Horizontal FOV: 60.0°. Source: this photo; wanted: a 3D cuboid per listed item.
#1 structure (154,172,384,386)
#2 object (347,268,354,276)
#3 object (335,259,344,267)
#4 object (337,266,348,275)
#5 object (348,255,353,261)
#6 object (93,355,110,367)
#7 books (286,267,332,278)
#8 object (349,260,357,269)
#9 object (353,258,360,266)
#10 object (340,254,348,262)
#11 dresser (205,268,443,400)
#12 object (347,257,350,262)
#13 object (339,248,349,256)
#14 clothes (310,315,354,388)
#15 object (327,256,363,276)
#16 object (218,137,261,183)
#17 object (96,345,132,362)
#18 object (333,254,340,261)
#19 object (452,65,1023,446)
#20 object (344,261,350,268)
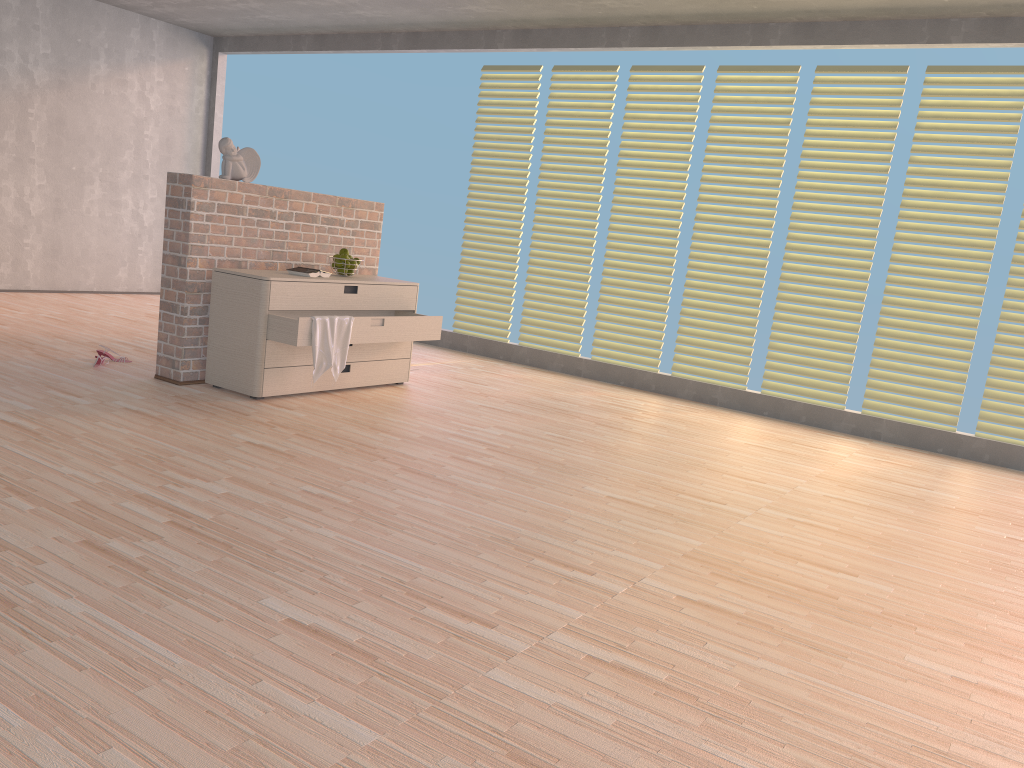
[{"bbox_3d":[-1.327,-0.579,5.072,0.211,1.057,1.422,13,11,32],"label":"structure"},{"bbox_3d":[-0.924,-0.641,5.050,0.048,0.048,0.046,11,10,21],"label":"object"},{"bbox_3d":[-0.968,-0.678,4.974,0.046,0.044,0.046,12,11,28],"label":"object"},{"bbox_3d":[-0.957,-0.643,5.006,0.060,0.055,0.059,5,10,-13],"label":"object"},{"bbox_3d":[-0.926,-0.713,5.052,0.039,0.043,0.043,10,10,17],"label":"object"},{"bbox_3d":[-2.206,-0.129,4.768,0.078,0.066,0.192,3,10,-21],"label":"object"},{"bbox_3d":[-1.082,-0.598,4.733,0.146,0.040,0.209,11,10,22],"label":"books"},{"bbox_3d":[-0.902,-0.673,5.010,0.057,0.057,0.057,3,10,-24],"label":"object"},{"bbox_3d":[-0.887,-0.695,5.048,0.047,0.047,0.046,4,10,-20],"label":"object"},{"bbox_3d":[-0.939,-0.706,4.963,0.046,0.045,0.046,13,11,31],"label":"object"},{"bbox_3d":[-0.837,-0.290,5.068,0.605,0.612,1.686,13,11,32],"label":"dresser"},{"bbox_3d":[-0.933,-0.700,5.003,0.039,0.038,0.039,2,11,-28],"label":"object"},{"bbox_3d":[-0.949,-0.741,5.017,0.054,0.056,0.054,13,11,32],"label":"object"},{"bbox_3d":[-0.918,-0.160,4.439,0.097,0.369,0.325,13,11,33],"label":"clothes"},{"bbox_3d":[-0.950,-0.663,5.031,0.202,0.104,0.202,12,10,25],"label":"object"},{"bbox_3d":[-1.448,-1.175,4.660,0.131,0.218,0.216,13,11,31],"label":"object"},{"bbox_3d":[-2.217,-0.169,4.945,0.188,0.085,0.069,4,10,-18],"label":"object"},{"bbox_3d":[-0.987,-0.708,5.008,0.049,0.053,0.054,2,10,-27],"label":"object"},{"bbox_3d":[1.459,-1.017,5.875,4.372,2.114,0.044,13,11,32],"label":"object"},{"bbox_3d":[-0.926,-0.669,4.976,0.039,0.040,0.038,15,12,40],"label":"object"}]
